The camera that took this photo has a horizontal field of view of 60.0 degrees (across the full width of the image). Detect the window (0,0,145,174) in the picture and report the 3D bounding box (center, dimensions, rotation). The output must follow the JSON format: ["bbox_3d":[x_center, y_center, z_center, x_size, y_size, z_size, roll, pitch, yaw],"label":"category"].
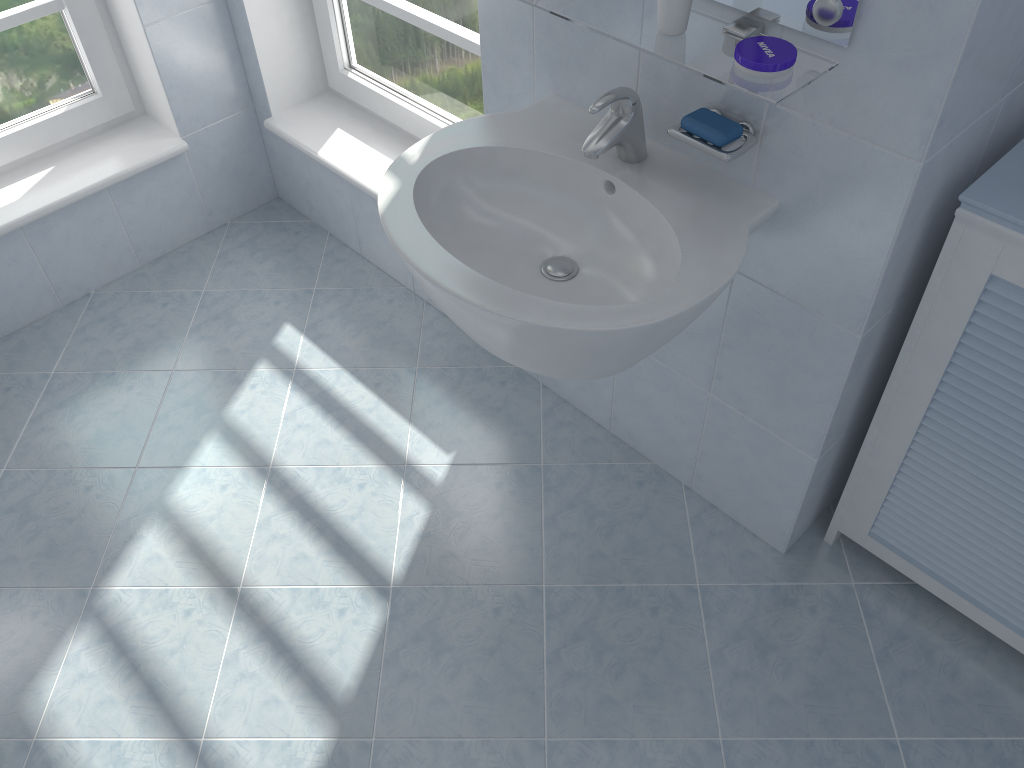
[{"bbox_3d":[-1.418,-1.331,1.774,0.758,2.067,0.142,-36,55,-28],"label":"window"}]

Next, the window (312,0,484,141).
[{"bbox_3d":[-0.264,-1.375,1.768,0.142,2.067,0.963,-36,55,-28],"label":"window"}]

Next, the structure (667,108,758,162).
[{"bbox_3d":[0.322,-0.397,1.414,0.092,0.034,0.124,-36,55,-28],"label":"structure"}]

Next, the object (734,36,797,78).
[{"bbox_3d":[0.347,-0.448,1.215,0.083,0.020,0.083,-30,53,-23],"label":"object"}]

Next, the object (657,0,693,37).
[{"bbox_3d":[0.232,-0.549,1.259,0.058,0.100,0.058,-30,53,-24],"label":"object"}]

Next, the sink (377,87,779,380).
[{"bbox_3d":[0.075,-0.226,1.529,0.533,0.489,0.634,-36,55,-28],"label":"sink"}]

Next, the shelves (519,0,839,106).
[{"bbox_3d":[0.187,-0.554,1.358,0.170,0.045,0.620,-36,55,-28],"label":"shelves"}]

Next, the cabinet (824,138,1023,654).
[{"bbox_3d":[1.080,0.156,1.520,0.389,0.921,0.819,-36,55,-28],"label":"cabinet"}]

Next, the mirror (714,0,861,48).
[{"bbox_3d":[0.232,-0.850,1.124,0.012,0.680,0.620,-36,55,-28],"label":"mirror"}]

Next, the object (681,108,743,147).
[{"bbox_3d":[0.315,-0.405,1.397,0.060,0.027,0.090,-34,54,-26],"label":"object"}]
